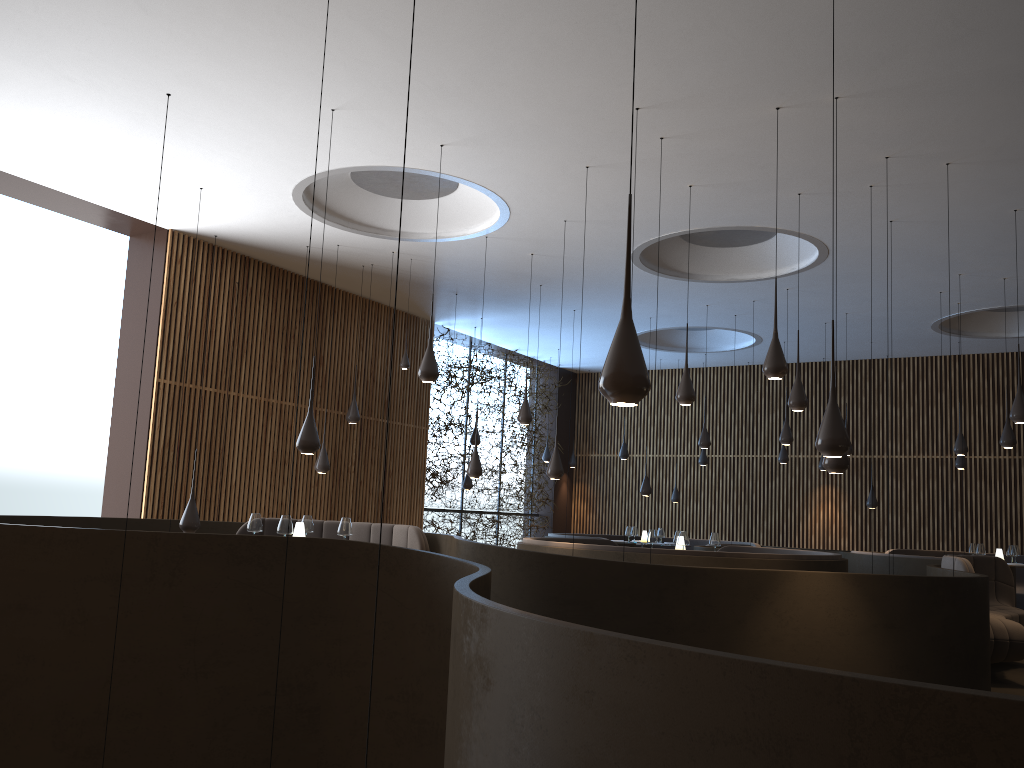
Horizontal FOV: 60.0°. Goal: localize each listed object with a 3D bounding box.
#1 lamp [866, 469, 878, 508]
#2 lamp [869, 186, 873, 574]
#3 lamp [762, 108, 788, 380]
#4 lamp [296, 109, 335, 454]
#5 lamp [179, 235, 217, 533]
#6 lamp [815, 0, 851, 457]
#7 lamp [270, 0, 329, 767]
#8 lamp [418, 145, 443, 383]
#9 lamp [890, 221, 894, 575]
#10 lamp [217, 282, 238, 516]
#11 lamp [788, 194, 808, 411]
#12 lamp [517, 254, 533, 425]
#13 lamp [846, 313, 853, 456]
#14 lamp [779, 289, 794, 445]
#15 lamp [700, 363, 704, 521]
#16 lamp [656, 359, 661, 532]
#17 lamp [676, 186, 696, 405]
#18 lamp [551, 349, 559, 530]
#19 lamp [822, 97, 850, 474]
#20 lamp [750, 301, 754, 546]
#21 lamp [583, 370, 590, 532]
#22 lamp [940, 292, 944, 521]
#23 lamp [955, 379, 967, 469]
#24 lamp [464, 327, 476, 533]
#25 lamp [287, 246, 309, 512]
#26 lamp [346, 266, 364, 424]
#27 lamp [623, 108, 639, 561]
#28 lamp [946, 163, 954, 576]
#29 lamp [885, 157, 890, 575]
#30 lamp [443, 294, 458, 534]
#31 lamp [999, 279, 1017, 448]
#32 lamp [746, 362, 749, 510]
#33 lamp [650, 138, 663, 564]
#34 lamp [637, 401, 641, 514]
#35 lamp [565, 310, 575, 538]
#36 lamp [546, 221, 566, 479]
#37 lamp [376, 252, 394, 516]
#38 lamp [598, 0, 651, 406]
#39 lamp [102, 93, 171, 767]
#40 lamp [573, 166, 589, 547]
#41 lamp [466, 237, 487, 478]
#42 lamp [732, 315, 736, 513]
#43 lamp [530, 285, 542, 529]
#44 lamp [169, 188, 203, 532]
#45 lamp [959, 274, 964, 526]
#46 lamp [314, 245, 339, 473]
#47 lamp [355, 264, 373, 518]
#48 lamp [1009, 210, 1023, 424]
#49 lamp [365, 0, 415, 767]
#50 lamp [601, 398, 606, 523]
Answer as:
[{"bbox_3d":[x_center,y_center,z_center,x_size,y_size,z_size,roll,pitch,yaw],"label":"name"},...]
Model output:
[{"bbox_3d":[6.376,0.715,15.707,0.196,2.952,0.196,1,-7,16],"label":"lamp"},{"bbox_3d":[3.395,1.152,8.356,0.196,6.256,0.196,7,-8,-33],"label":"lamp"},{"bbox_3d":[2.109,-1.140,7.070,0.196,2.217,0.196,6,-8,-23],"label":"lamp"},{"bbox_3d":[-1.606,-0.891,7.435,0.196,2.952,0.196,6,-8,-23],"label":"lamp"},{"bbox_3d":[-3.047,-0.026,8.737,0.196,2.952,0.196,4,-7,-13],"label":"lamp"},{"bbox_3d":[1.936,-1.040,5.343,0.196,2.952,0.196,6,-8,-23],"label":"lamp"},{"bbox_3d":[-1.172,0.119,4.849,0.196,6.256,0.196,9,-10,-43],"label":"lamp"},{"bbox_3d":[-0.704,-1.116,8.103,0.196,2.217,0.196,6,-8,-23],"label":"lamp"},{"bbox_3d":[4.000,1.323,9.311,0.196,6.256,0.196,6,-8,-23],"label":"lamp"},{"bbox_3d":[-3.559,1.842,10.638,0.196,6.256,0.196,2,-7,6],"label":"lamp"},{"bbox_3d":[2.875,-0.835,8.894,0.196,2.217,0.196,-1,-8,26],"label":"lamp"},{"bbox_3d":[0.211,-0.584,11.380,0.196,2.217,0.196,-1,-8,26],"label":"lamp"},{"bbox_3d":[5.187,-0.003,13.743,0.196,2.217,0.196,6,-8,-23],"label":"lamp"},{"bbox_3d":[3.874,-0.251,12.491,0.196,2.217,0.196,6,-8,-23],"label":"lamp"},{"bbox_3d":[3.887,2.658,18.278,0.196,6.256,0.196,9,-10,-43],"label":"lamp"},{"bbox_3d":[2.963,2.592,18.125,0.196,6.256,0.196,9,-10,-43],"label":"lamp"},{"bbox_3d":[1.750,-0.896,8.811,0.196,2.217,0.196,-2,-9,36],"label":"lamp"},{"bbox_3d":[0.796,2.398,17.500,0.196,6.256,0.196,7,-8,-33],"label":"lamp"},{"bbox_3d":[2.492,-0.794,6.813,0.196,2.952,0.196,-3,-9,36],"label":"lamp"},{"bbox_3d":[3.505,1.850,12.993,0.196,6.256,0.196,6,-8,-23],"label":"lamp"},{"bbox_3d":[1.617,2.788,19.854,0.196,6.256,0.196,7,-8,-33],"label":"lamp"},{"bbox_3d":[5.862,1.817,12.039,0.196,6.256,0.196,6,-8,-23],"label":"lamp"},{"bbox_3d":[7.783,0.365,15.401,0.196,2.217,0.196,2,-7,7],"label":"lamp"},{"bbox_3d":[-0.818,2.068,15.793,0.196,6.256,0.196,7,-8,-33],"label":"lamp"},{"bbox_3d":[-2.828,1.297,11.257,0.196,6.256,0.196,-3,-9,39],"label":"lamp"},{"bbox_3d":[-2.138,-0.558,12.305,0.196,2.217,0.196,7,-8,-33],"label":"lamp"},{"bbox_3d":[0.892,0.826,6.951,0.196,6.256,0.196,6,-8,-23],"label":"lamp"},{"bbox_3d":[3.852,1.083,7.751,0.196,6.256,0.196,1,-7,16],"label":"lamp"},{"bbox_3d":[3.262,1.044,7.674,0.196,6.256,0.196,1,-7,16],"label":"lamp"},{"bbox_3d":[-1.006,1.705,13.420,0.196,6.256,0.196,2,-7,6],"label":"lamp"},{"bbox_3d":[6.406,-0.280,11.487,0.196,2.217,0.196,6,-8,-23],"label":"lamp"},{"bbox_3d":[4.747,2.650,17.961,0.196,6.256,0.196,7,-8,-33],"label":"lamp"},{"bbox_3d":[1.185,0.920,7.489,0.196,6.256,0.196,-2,-9,36],"label":"lamp"},{"bbox_3d":[2.640,2.655,18.649,0.196,6.256,0.196,1,-7,16],"label":"lamp"},{"bbox_3d":[0.876,1.897,14.121,0.196,6.256,0.196,4,-7,-13],"label":"lamp"},{"bbox_3d":[0.544,-0.409,9.994,0.196,2.952,0.196,3,-7,-3],"label":"lamp"},{"bbox_3d":[-1.714,1.360,11.332,0.196,6.256,0.196,7,-8,-30],"label":"lamp"},{"bbox_3d":[0.484,-1.386,3.475,0.196,2.952,0.196,9,-10,-43],"label":"lamp"},{"bbox_3d":[-2.412,1.189,5.474,0.196,6.256,0.196,9,-10,-43],"label":"lamp"},{"bbox_3d":[0.585,1.000,8.208,0.196,6.256,0.196,-3,-9,36],"label":"lamp"},{"bbox_3d":[-0.379,-0.344,10.715,0.196,2.952,0.196,4,-7,-13],"label":"lamp"},{"bbox_3d":[3.467,1.991,13.949,0.196,6.256,0.196,6,-8,-23],"label":"lamp"},{"bbox_3d":[0.280,1.652,12.666,0.196,6.256,0.196,4,-7,-13],"label":"lamp"},{"bbox_3d":[-3.533,0.970,9.285,0.196,6.256,0.196,2,-7,6],"label":"lamp"},{"bbox_3d":[5.686,1.678,11.161,0.196,6.256,0.196,6,-8,-23],"label":"lamp"},{"bbox_3d":[-2.326,-0.341,11.339,0.196,2.952,0.196,1,-7,16],"label":"lamp"},{"bbox_3d":[-2.092,1.438,11.976,0.196,6.256,0.196,-3,-9,39],"label":"lamp"},{"bbox_3d":[5.175,-0.703,9.066,0.196,2.217,0.196,4,-7,-13],"label":"lamp"},{"bbox_3d":[-0.454,-0.074,3.336,0.196,6.256,0.196,9,-10,-43],"label":"lamp"},{"bbox_3d":[1.893,2.624,18.672,0.196,6.256,0.196,7,-8,-33],"label":"lamp"}]
